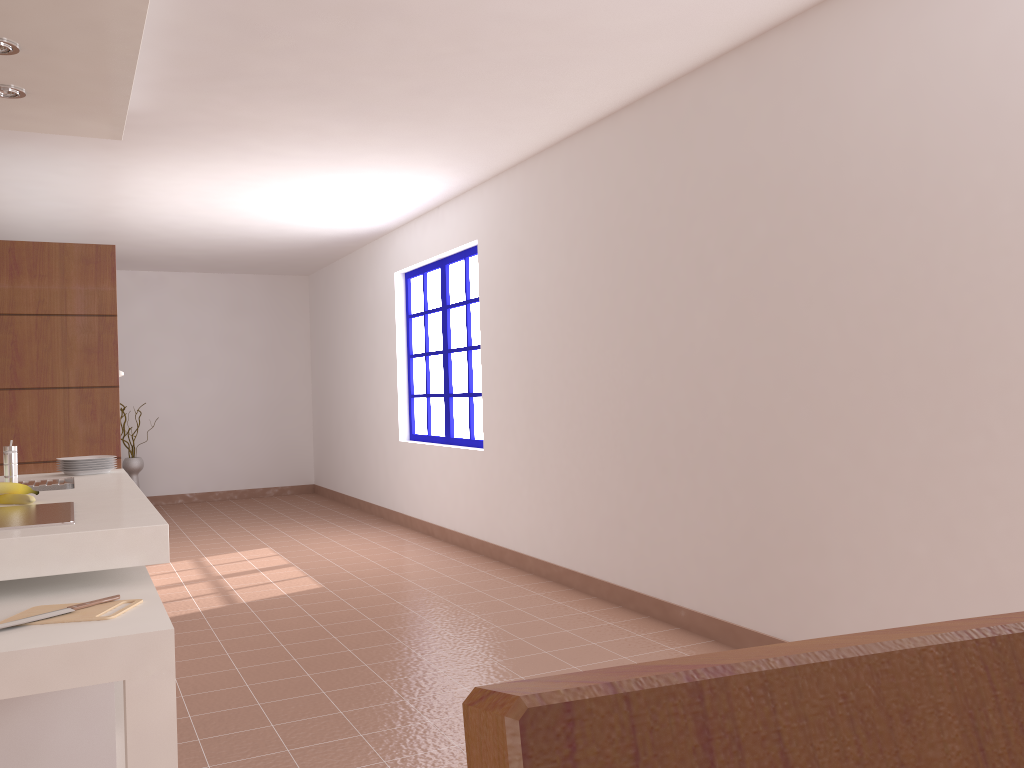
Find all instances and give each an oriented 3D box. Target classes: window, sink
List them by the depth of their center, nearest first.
[{"bbox_3d":[-1.918,0.392,3.431,0.404,0.368,0.668,-2,0,-27],"label":"sink"},{"bbox_3d":[-0.500,-0.249,6.825,0.035,1.430,1.699,-2,0,-27],"label":"window"}]

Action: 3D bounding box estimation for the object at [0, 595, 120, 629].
[{"bbox_3d":[-1.017,0.505,1.938,0.041,0.008,0.375,-2,0,30],"label":"object"}]

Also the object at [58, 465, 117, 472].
[{"bbox_3d":[-1.903,0.380,3.970,0.228,0.020,0.228,-1,-1,-45],"label":"object"}]

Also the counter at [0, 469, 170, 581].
[{"bbox_3d":[-1.716,0.789,3.053,0.821,0.800,2.156,-2,0,-27],"label":"counter"}]

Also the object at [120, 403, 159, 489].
[{"bbox_3d":[-3.889,0.736,9.018,0.655,1.112,0.284,-2,0,-7],"label":"object"}]

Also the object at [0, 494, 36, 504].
[{"bbox_3d":[-1.592,0.367,2.831,0.207,0.033,0.060,-2,0,18],"label":"object"}]

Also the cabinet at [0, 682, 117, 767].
[{"bbox_3d":[-1.686,0.838,3.004,0.737,0.700,2.048,-2,0,-27],"label":"cabinet"}]

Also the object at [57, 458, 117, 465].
[{"bbox_3d":[-1.903,0.349,3.970,0.228,0.020,0.228,-1,-1,-45],"label":"object"}]

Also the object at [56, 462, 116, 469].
[{"bbox_3d":[-1.903,0.370,3.970,0.228,0.020,0.228,-1,-1,-45],"label":"object"}]

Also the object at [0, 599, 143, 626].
[{"bbox_3d":[-0.983,0.511,1.985,0.266,0.006,0.168,-2,0,-10],"label":"object"}]

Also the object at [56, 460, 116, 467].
[{"bbox_3d":[-1.903,0.359,3.970,0.228,0.020,0.228,-1,-1,-45],"label":"object"}]

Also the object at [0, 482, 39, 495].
[{"bbox_3d":[-1.621,0.340,2.843,0.047,0.055,0.207,-2,0,40],"label":"object"}]

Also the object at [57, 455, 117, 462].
[{"bbox_3d":[-1.904,0.339,3.970,0.228,0.020,0.228,-1,-1,-45],"label":"object"}]

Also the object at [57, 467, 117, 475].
[{"bbox_3d":[-1.902,0.390,3.970,0.228,0.020,0.228,-1,-1,-45],"label":"object"}]

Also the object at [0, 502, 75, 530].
[{"bbox_3d":[-1.491,0.376,2.465,0.493,0.006,0.551,-2,0,-27],"label":"object"}]

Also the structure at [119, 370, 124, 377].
[{"bbox_3d":[-2.551,-0.011,5.738,0.056,0.454,0.614,-2,0,-27],"label":"structure"}]

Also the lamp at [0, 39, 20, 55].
[{"bbox_3d":[-1.781,-1.185,3.062,0.143,0.059,0.143,-2,0,2],"label":"lamp"}]

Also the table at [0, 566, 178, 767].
[{"bbox_3d":[-1.240,0.846,2.111,0.737,0.647,1.003,-2,0,-27],"label":"table"}]

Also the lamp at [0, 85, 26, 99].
[{"bbox_3d":[-2.003,-1.176,3.509,0.143,0.059,0.143,-2,0,2],"label":"lamp"}]
